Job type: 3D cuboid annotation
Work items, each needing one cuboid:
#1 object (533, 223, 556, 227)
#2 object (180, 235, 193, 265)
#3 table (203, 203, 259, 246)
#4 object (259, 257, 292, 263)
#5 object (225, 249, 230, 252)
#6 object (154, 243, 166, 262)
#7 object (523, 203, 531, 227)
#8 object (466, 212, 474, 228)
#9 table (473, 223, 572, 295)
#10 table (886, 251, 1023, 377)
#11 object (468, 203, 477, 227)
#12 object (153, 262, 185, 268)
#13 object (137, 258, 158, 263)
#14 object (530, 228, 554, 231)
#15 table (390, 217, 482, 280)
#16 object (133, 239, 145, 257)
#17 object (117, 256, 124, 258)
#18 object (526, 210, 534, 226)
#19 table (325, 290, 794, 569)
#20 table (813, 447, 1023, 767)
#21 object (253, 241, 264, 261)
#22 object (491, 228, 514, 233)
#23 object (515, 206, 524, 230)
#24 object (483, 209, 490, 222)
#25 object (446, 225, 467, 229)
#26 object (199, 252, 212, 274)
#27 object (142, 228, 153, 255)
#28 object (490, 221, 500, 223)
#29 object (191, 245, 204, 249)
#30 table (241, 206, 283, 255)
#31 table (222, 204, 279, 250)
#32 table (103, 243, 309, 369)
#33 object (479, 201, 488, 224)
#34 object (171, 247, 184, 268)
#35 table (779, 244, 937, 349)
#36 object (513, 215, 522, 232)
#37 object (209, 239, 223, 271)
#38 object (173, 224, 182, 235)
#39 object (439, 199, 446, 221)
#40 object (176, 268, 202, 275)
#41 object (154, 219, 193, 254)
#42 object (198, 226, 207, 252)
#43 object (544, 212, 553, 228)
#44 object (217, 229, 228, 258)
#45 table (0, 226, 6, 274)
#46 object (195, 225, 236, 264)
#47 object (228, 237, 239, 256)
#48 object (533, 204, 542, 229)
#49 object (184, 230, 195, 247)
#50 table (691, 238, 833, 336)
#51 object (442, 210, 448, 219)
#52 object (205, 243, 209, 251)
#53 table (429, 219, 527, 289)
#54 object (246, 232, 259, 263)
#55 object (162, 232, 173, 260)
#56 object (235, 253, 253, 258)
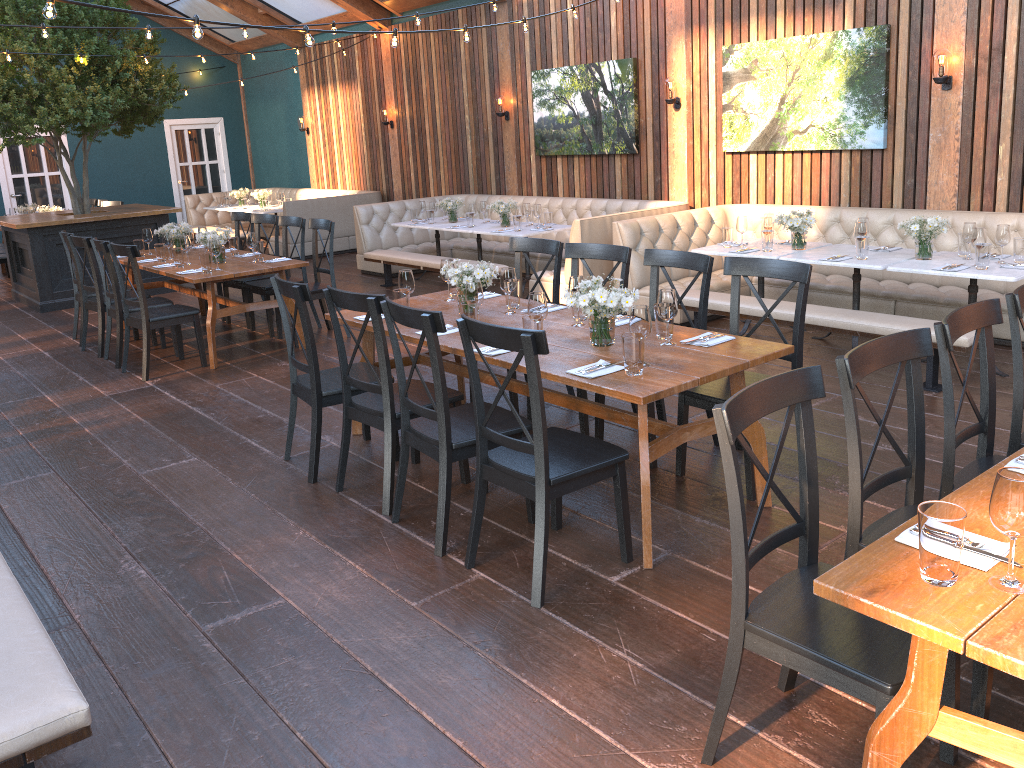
[{"bbox_3d":[0.332,-1.684,9.347,0.257,0.018,0.159,-16,20,-37],"label":"object"},{"bbox_3d":[-2.743,-1.130,7.460,0.093,0.241,0.093,-13,16,-34],"label":"object"},{"bbox_3d":[-4.709,-2.710,15.130,0.805,0.662,0.804,-15,19,-38],"label":"table"},{"bbox_3d":[-1.979,-1.033,7.369,0.257,0.018,0.159,-16,20,-37],"label":"object"},{"bbox_3d":[-2.684,-1.238,8.232,0.257,0.018,0.159,-16,20,-37],"label":"object"},{"bbox_3d":[-3.074,-1.148,7.743,0.092,0.156,0.092,-12,16,-31],"label":"object"},{"bbox_3d":[0.160,-1.779,9.311,0.092,0.241,0.093,-1,13,9],"label":"object"},{"bbox_3d":[-0.450,-1.769,9.550,0.092,0.156,0.093,7,17,37],"label":"object"},{"bbox_3d":[0.160,-1.294,9.259,0.805,0.662,0.804,-15,19,-38],"label":"table"},{"bbox_3d":[3.019,-0.462,5.811,0.805,0.662,0.804,-15,19,-38],"label":"table"},{"bbox_3d":[-0.426,-1.841,9.644,0.092,0.241,0.093,-1,13,9],"label":"object"},{"bbox_3d":[-2.891,-1.009,7.471,0.257,0.018,0.159,-16,20,-37],"label":"object"},{"bbox_3d":[-3.205,-1.106,7.869,0.257,0.018,0.159,-16,20,-37],"label":"object"},{"bbox_3d":[0.287,-1.572,8.967,0.159,0.018,0.257,-16,20,-36],"label":"object"},{"bbox_3d":[-0.873,-1.594,10.504,0.805,0.662,0.804,-15,19,-38],"label":"table"},{"bbox_3d":[-3.448,-1.256,8.192,0.092,0.156,0.093,-9,15,-21],"label":"object"},{"bbox_3d":[-3.602,-1.212,8.318,0.257,0.018,0.159,-16,20,-37],"label":"object"},{"bbox_3d":[0.189,-1.770,9.424,0.092,0.156,0.093,7,17,37],"label":"object"},{"bbox_3d":[0.088,0.068,4.481,0.958,0.719,2.450,-15,19,-37],"label":"table"},{"bbox_3d":[1.898,0.583,2.336,2.450,0.719,0.957,-16,19,-37],"label":"table"},{"bbox_3d":[-2.134,-1.120,7.454,0.092,0.156,0.093,-4,14,-2],"label":"object"},{"bbox_3d":[-0.078,-1.574,9.051,0.257,0.018,0.159,-16,20,-37],"label":"object"},{"bbox_3d":[0.080,-1.695,9.038,0.093,0.241,0.093,-13,16,-34],"label":"object"},{"bbox_3d":[-0.286,-1.908,9.996,0.092,0.156,0.093,7,17,37],"label":"object"},{"bbox_3d":[-0.585,-1.720,9.657,0.257,0.018,0.159,-16,20,-37],"label":"object"},{"bbox_3d":[-2.384,-0.942,6.893,0.092,0.156,0.093,-4,14,-2],"label":"object"},{"bbox_3d":[-3.417,-1.337,8.310,0.092,0.241,0.093,-1,13,9],"label":"object"},{"bbox_3d":[-0.143,-1.823,9.920,0.257,0.018,0.159,-16,20,-37],"label":"object"},{"bbox_3d":[-3.061,-1.346,8.668,0.257,0.018,0.159,-16,20,-37],"label":"object"},{"bbox_3d":[-3.676,-2.410,13.885,0.805,0.662,0.804,-15,19,-38],"label":"table"},{"bbox_3d":[-4.193,-2.560,14.507,0.805,0.662,0.805,-15,19,-37],"label":"table"},{"bbox_3d":[-2.767,-0.763,7.923,0.958,0.719,2.450,-15,19,-37],"label":"table"},{"bbox_3d":[-0.315,-1.917,9.884,0.092,0.241,0.093,-1,13,9],"label":"object"},{"bbox_3d":[-2.764,-1.047,7.331,0.092,0.156,0.093,-6,14,-12],"label":"object"},{"bbox_3d":[2.503,-0.612,6.434,0.805,0.662,0.805,-15,19,-37],"label":"table"},{"bbox_3d":[0.056,-1.623,8.945,0.092,0.156,0.093,7,17,37],"label":"object"},{"bbox_3d":[-2.350,-1.026,7.024,0.093,0.241,0.093,-13,16,-34],"label":"object"},{"bbox_3d":[-3.260,-1.438,8.628,0.092,0.241,0.093,5,15,31],"label":"object"},{"bbox_3d":[-0.821,-2.065,10.495,0.092,0.241,0.093,-1,13,9],"label":"object"},{"bbox_3d":[-2.524,-0.901,7.026,0.257,0.018,0.159,-16,20,-37],"label":"object"},{"bbox_3d":[-3.132,-1.367,8.242,0.339,0.305,0.331,-17,20,-41],"label":"object"},{"bbox_3d":[-2.853,-1.334,8.192,0.093,0.241,0.093,-15,17,-40],"label":"object"},{"bbox_3d":[0.375,-1.683,9.087,0.092,0.156,0.093,-4,14,-2],"label":"object"},{"bbox_3d":[-2.542,-1.232,7.767,0.092,0.241,0.093,-3,13,4],"label":"object"},{"bbox_3d":[-6.643,-1.890,12.596,0.958,0.719,2.450,-15,19,-37],"label":"table"},{"bbox_3d":[-2.491,-1.168,7.424,0.329,0.305,0.341,-4,15,-1],"label":"object"},{"bbox_3d":[-2.483,-1.231,7.908,0.092,0.156,0.093,1,14,17],"label":"object"},{"bbox_3d":[0.267,-1.726,9.105,0.092,0.241,0.093,-1,13,9],"label":"object"},{"bbox_3d":[-3.192,-1.438,8.767,0.092,0.156,0.093,-6,14,-12],"label":"object"},{"bbox_3d":[1.987,-0.762,7.056,0.805,0.662,0.804,-15,19,-38],"label":"table"},{"bbox_3d":[-0.792,-2.055,10.607,0.092,0.156,0.093,7,17,37],"label":"object"},{"bbox_3d":[-2.842,-1.328,8.300,0.092,0.156,0.093,-6,14,-12],"label":"object"},{"bbox_3d":[-0.357,-1.444,9.882,0.805,0.662,0.805,-15,19,-37],"label":"table"},{"bbox_3d":[-2.157,-1.133,7.351,0.092,0.241,0.093,-6,14,-13],"label":"object"},{"bbox_3d":[-3.049,-1.225,7.852,0.093,0.241,0.093,-15,17,-40],"label":"object"},{"bbox_3d":[-2.350,-1.141,7.817,0.257,0.018,0.159,-16,20,-37],"label":"object"}]
